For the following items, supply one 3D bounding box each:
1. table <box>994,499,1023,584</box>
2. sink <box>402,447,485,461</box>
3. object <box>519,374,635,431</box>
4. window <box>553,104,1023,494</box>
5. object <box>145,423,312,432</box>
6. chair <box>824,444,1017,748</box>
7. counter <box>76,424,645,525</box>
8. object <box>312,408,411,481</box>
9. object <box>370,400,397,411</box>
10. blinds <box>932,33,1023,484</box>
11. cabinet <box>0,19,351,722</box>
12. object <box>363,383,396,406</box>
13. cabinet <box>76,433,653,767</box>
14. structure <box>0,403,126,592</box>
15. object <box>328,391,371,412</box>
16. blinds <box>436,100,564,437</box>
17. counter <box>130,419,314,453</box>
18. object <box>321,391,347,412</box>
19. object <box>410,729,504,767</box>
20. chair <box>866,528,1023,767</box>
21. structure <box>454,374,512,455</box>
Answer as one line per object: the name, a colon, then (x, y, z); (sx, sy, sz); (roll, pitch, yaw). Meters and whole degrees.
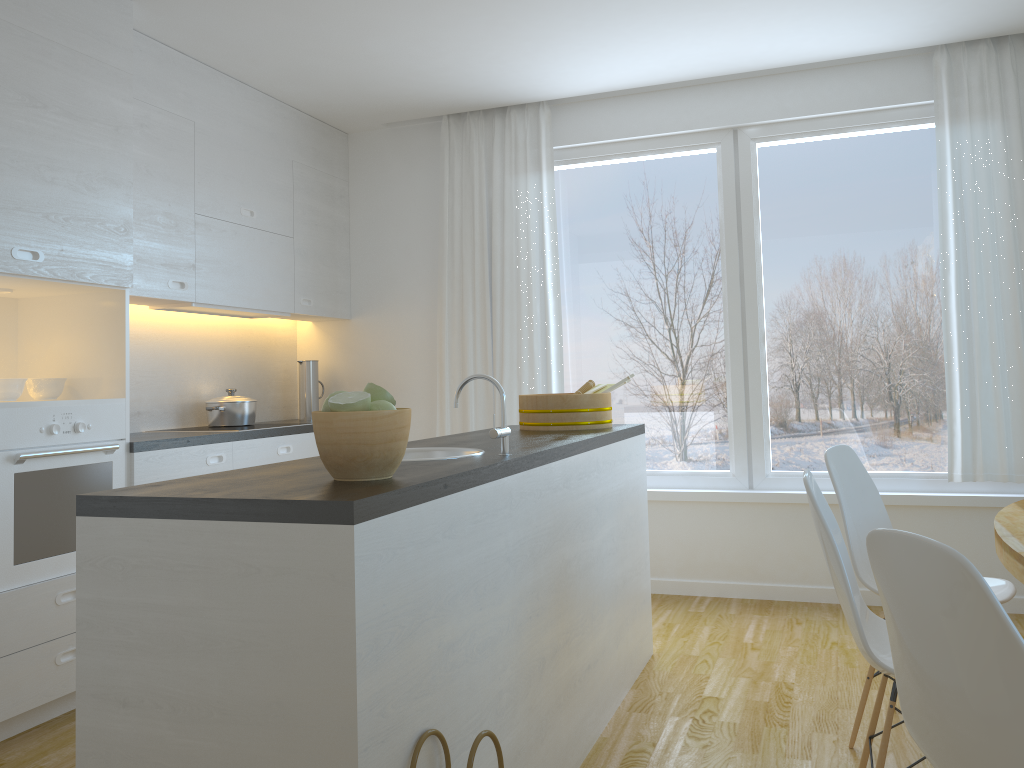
table: (1.755, 0.725, 1.905); (1.192, 0.727, 2.187); (-2, 0, 19)
sink: (-0.272, 0.267, 2.416); (0.404, 0.157, 0.403); (-1, 0, -28)
object: (0.234, 0.071, 3.614); (0.429, 0.215, 0.377); (-1, -1, -42)
window: (1.234, -0.409, 4.713); (2.724, 1.925, 0.088); (-2, -3, 20)
object: (-1.405, 0.224, 4.472); (0.561, 0.013, 0.653); (-2, 0, 20)
chair: (1.292, 0.649, 2.758); (0.522, 0.905, 0.429); (-4, -4, 40)
counter: (-0.134, 0.209, 2.703); (0.600, 0.040, 2.397); (-2, 0, 20)
object: (-0.311, 0.125, 1.844); (0.205, 0.142, 0.205); (-1, -1, -19)
object: (-0.276, 0.076, 1.845); (0.081, 0.086, 0.097); (-1, -2, -15)
blinds: (2.397, -0.624, 4.093); (0.794, 2.167, 0.149); (-3, -4, 20)
cabinet: (-1.560, -0.074, 3.903); (0.480, 2.308, 3.196); (-3, -1, 20)
object: (-0.288, 0.032, 1.912); (0.077, 0.072, 0.074); (-3, -2, 45)
cabinet: (-0.121, 0.685, 2.674); (0.600, 0.912, 2.397); (-2, -1, 20)
structure: (-1.577, 0.376, 3.142); (0.049, 0.598, 0.560); (-3, -2, 20)
object: (-0.328, 0.048, 1.789); (0.085, 0.065, 0.084); (-2, -1, 32)
blinds: (-0.105, -0.555, 5.001); (0.794, 2.167, 0.149); (-3, -4, 20)
counter: (-1.403, 0.241, 4.467); (0.600, 0.040, 1.998); (-2, 0, 20)
object: (-0.353, 0.063, 1.873); (0.086, 0.099, 0.102); (-3, -2, 41)
object: (0.391, 0.883, 1.648); (1.189, 0.503, 0.470); (-2, -2, -2)
chair: (0.856, 0.664, 1.331); (0.523, 0.905, 0.428); (-1, -3, -10)
structure: (-0.091, 0.081, 2.331); (0.162, 0.216, 0.096); (-2, -3, 20)
